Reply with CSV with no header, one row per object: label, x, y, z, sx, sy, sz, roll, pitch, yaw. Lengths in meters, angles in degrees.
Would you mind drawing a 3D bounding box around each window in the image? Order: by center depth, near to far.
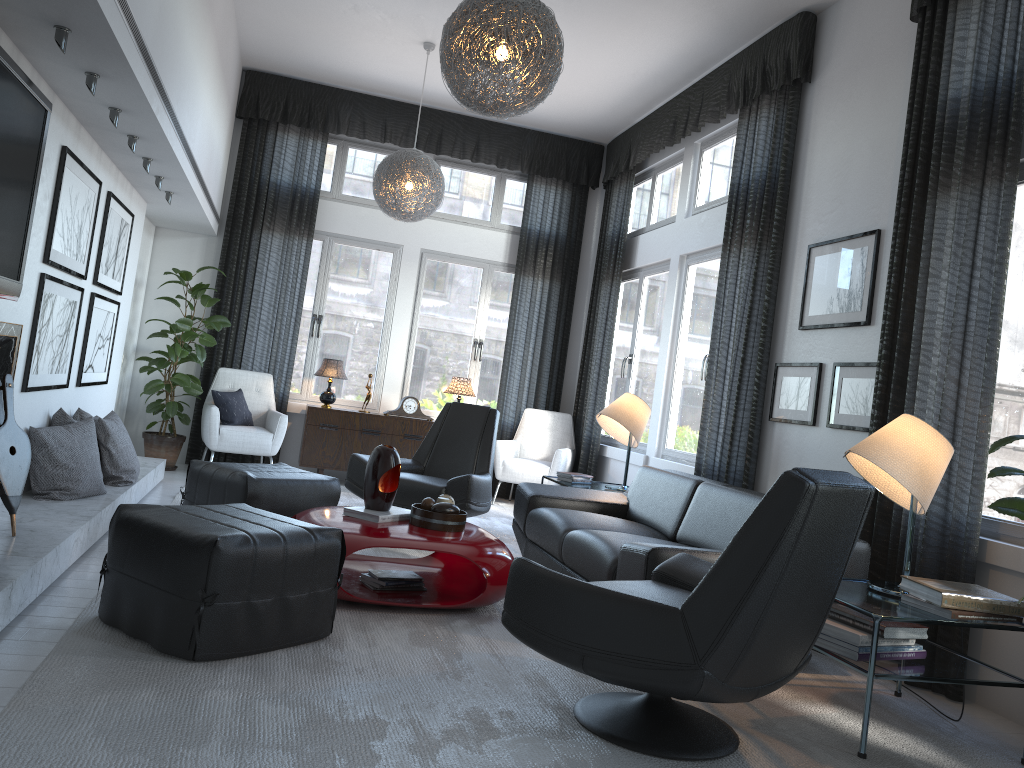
window,2.041,-0.553,3.265,0.133,2.328,1.267,9,-3,-15
window,1.382,-0.604,5.816,0.133,2.328,1.267,9,-3,-15
window,1.027,-0.632,7.189,0.133,2.328,1.267,9,-3,-15
window,-1.601,-0.982,7.587,1.266,2.328,0.133,8,-3,-14
window,-0.241,-0.792,7.935,1.266,2.328,0.133,8,-3,-14

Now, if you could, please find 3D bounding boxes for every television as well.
television,-1.638,-0.644,2.627,0.128,0.753,1.158,8,-2,-14

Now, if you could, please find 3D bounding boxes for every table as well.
table,1.236,0.906,2.906,0.592,0.411,0.593,8,-2,-14
table,-0.500,0.737,3.851,0.940,0.301,0.939,8,-1,-15
table,0.526,0.852,5.651,0.592,0.411,0.593,8,-2,-14

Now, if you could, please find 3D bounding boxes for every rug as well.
rug,-0.067,0.940,3.529,2.950,0.032,7.768,8,-1,-14

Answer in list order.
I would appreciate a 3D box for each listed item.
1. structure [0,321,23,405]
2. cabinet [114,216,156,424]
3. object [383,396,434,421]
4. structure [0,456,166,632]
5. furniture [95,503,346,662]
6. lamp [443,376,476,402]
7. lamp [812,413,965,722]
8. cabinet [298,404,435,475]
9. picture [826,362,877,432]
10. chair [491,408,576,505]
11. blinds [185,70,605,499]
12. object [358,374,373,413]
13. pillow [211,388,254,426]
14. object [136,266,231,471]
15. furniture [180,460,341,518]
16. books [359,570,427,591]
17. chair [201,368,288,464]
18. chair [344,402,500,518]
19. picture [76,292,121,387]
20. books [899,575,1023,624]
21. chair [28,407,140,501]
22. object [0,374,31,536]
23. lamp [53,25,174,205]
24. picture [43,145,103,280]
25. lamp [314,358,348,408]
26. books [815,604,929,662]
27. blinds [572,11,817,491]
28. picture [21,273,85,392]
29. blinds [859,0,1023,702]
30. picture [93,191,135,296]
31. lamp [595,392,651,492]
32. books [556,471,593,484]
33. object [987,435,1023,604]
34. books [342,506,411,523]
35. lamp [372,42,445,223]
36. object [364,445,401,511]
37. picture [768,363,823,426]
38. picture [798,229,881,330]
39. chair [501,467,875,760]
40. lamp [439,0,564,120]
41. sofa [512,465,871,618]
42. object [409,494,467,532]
structure,-1.991,0.211,2.524,0.520,0.926,1.686,8,-2,-14
cabinet,-2.974,-0.350,6.594,0.191,1.899,1.171,9,-3,-14
object,-0.855,0.193,7.402,0.406,0.181,0.180,8,-2,-14
structure,-1.685,0.630,2.586,0.393,0.135,7.207,8,-1,-15
furniture,-0.968,0.628,2.962,0.600,0.379,0.612,7,-2,34
lamp,-0.450,0.141,7.495,0.280,0.398,0.280,7,-2,12
lamp,1.417,0.627,3.444,0.475,1.017,1.165,7,-2,11
cabinet,-1.040,0.569,7.382,1.397,0.614,0.386,8,-2,-14
picture,1.649,0.059,4.224,0.020,0.327,0.427,9,-2,-15
chair,0.199,0.630,7.475,0.594,0.825,0.611,7,-2,16
blinds,-0.906,-0.764,7.627,3.207,3.284,0.188,8,-3,-14
object,-1.199,0.074,7.332,0.096,0.325,0.096,9,-3,-15
pillow,-2.164,0.181,6.885,0.253,0.296,0.356,7,-2,12
object,-2.524,-0.137,6.713,0.938,1.593,0.637,6,-3,31
furniture,-1.279,0.609,4.488,0.615,0.379,0.596,7,-2,39
books,-0.514,0.854,3.863,0.271,0.054,0.204,8,-1,-39
chair,-2.097,0.309,6.903,0.592,0.825,0.613,9,-3,-24
chair,-0.440,0.508,5.349,0.842,0.812,0.802,7,-2,23
picture,-2.428,-0.251,5.222,0.020,0.524,0.791,9,-2,-15
books,1.430,0.692,2.837,0.320,0.075,0.278,8,-1,-10
chair,-2.176,0.341,4.647,0.390,0.432,1.336,8,-1,-14
object,-1.861,0.256,3.266,0.175,0.581,0.196,10,-4,-34
lamp,-1.643,-1.131,3.560,0.052,0.081,4.253,8,-1,-15
picture,-2.091,-0.792,4.246,0.020,0.524,0.791,9,-2,-15
lamp,-1.486,-0.004,7.230,0.280,0.398,0.280,7,-2,12
books,1.138,0.790,2.809,0.321,0.116,0.279,8,-1,-29
blinds,1.049,-0.517,6.470,0.188,3.284,3.211,9,-2,-15
picture,-2.170,-0.231,4.214,0.020,0.524,0.791,9,-2,-15
blinds,2.069,-0.438,2.521,0.188,3.284,3.211,9,-2,-15
picture,-2.352,-0.812,5.253,0.020,0.524,0.791,9,-2,-15
lamp,0.954,0.591,5.233,0.473,1.017,1.170,10,-3,-40
books,0.404,0.610,5.774,0.214,0.050,0.161,9,-1,-42
object,1.531,0.465,2.128,0.783,1.334,0.534,8,-3,-4
books,-0.559,0.564,3.854,0.201,0.030,0.305,7,-1,31
lamp,-0.676,-1.786,6.291,0.511,1.309,0.515,9,-3,-20
object,-0.566,0.406,3.857,0.151,0.281,0.152,6,-3,25
picture,1.514,0.049,4.747,0.020,0.327,0.427,9,-2,-15
picture,1.659,-0.516,4.517,0.020,0.468,0.588,9,-2,-15
chair,0.537,0.597,2.517,0.837,0.812,0.806,9,-3,-41
lamp,0.014,-1.733,3.633,0.514,1.309,0.512,9,-3,-20
sofa,0.682,0.741,4.181,0.935,0.618,1.904,8,-1,-14
object,-0.313,0.549,3.813,0.243,0.133,0.241,7,-2,23
